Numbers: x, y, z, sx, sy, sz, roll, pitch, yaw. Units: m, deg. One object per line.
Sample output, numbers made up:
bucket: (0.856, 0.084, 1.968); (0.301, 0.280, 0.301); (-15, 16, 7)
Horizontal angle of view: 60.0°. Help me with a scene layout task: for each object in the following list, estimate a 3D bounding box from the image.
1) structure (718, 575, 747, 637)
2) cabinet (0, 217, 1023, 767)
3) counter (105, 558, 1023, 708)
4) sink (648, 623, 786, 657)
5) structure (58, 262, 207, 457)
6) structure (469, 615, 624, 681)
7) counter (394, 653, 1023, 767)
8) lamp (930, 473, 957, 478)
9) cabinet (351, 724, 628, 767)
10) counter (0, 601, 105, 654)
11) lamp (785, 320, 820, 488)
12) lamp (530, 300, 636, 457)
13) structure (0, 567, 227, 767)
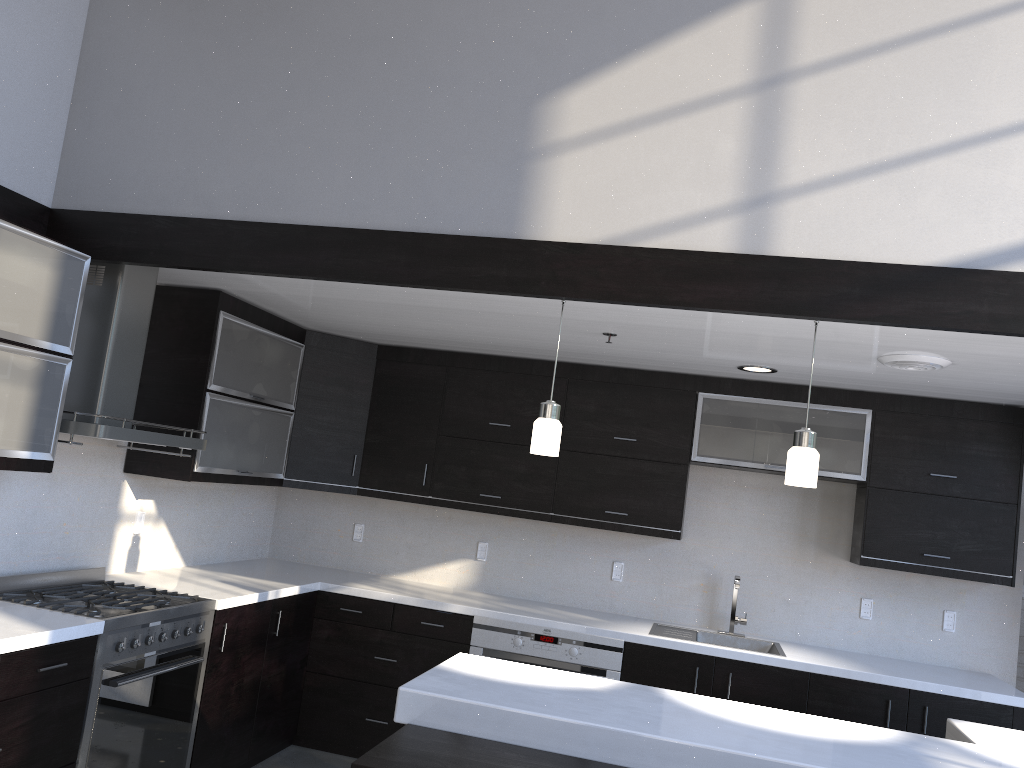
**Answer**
structure: (1.219, 1.217, 4.853); (0.149, 0.328, 0.225); (6, -6, 13)
cabinet: (0.065, 0.801, 3.158); (4.230, 2.311, 4.283); (6, -7, 13)
counter: (0.305, 1.227, 4.355); (4.236, 0.045, 1.712); (6, -7, 13)
sink: (1.060, 1.420, 4.649); (0.676, 0.168, 0.476); (6, -7, 13)
structure: (-1.609, -0.197, 3.686); (0.489, 0.929, 0.728); (6, -6, 13)
structure: (0.208, 1.688, 4.848); (0.784, 0.788, 0.784); (6, -6, 13)
counter: (0.896, 1.057, 2.628); (2.292, 0.095, 0.979); (6, -7, 13)
lamp: (2.017, 0.244, 3.633); (0.124, 0.622, 1.952); (6, -7, 14)
cabinet: (1.024, 1.544, 2.334); (2.690, 0.909, 1.373); (6, -6, 13)
counter: (-1.862, 0.759, 2.754); (0.676, 0.047, 0.921); (6, -7, 13)
lamp: (0.985, 0.028, 2.934); (0.100, 0.622, 0.100); (6, -6, 19)
lamp: (0.398, 0.076, 4.014); (0.124, 0.622, 1.956); (6, -7, 16)
structure: (-1.665, 1.252, 3.559); (0.621, 0.901, 0.846); (6, -6, 13)
